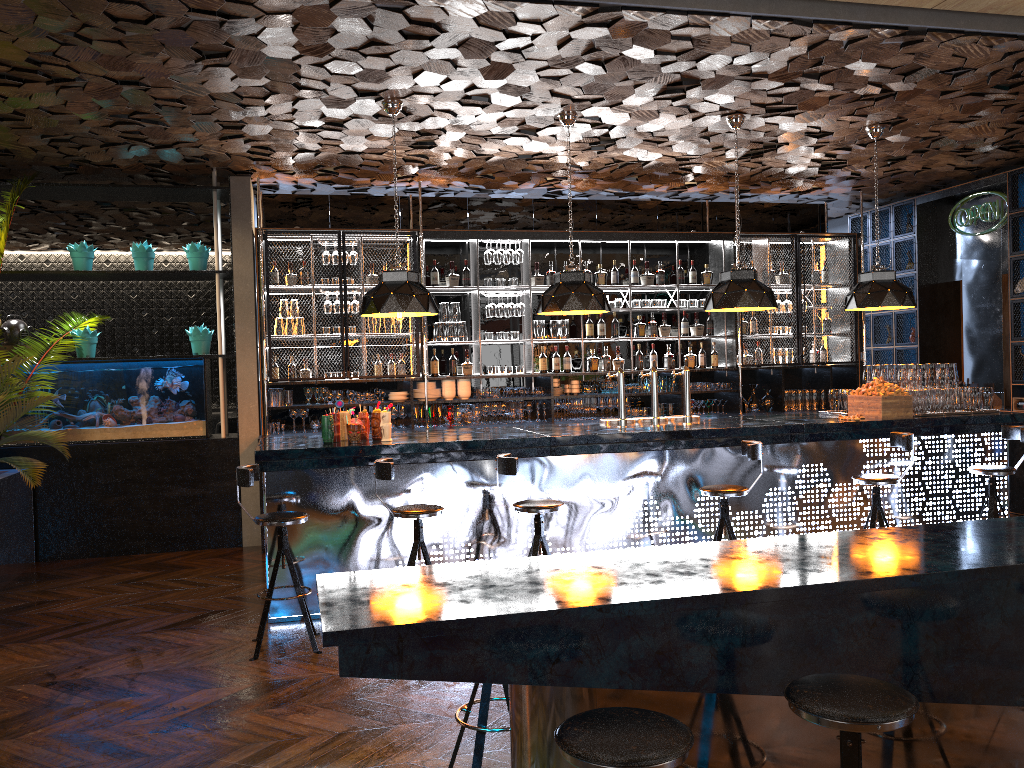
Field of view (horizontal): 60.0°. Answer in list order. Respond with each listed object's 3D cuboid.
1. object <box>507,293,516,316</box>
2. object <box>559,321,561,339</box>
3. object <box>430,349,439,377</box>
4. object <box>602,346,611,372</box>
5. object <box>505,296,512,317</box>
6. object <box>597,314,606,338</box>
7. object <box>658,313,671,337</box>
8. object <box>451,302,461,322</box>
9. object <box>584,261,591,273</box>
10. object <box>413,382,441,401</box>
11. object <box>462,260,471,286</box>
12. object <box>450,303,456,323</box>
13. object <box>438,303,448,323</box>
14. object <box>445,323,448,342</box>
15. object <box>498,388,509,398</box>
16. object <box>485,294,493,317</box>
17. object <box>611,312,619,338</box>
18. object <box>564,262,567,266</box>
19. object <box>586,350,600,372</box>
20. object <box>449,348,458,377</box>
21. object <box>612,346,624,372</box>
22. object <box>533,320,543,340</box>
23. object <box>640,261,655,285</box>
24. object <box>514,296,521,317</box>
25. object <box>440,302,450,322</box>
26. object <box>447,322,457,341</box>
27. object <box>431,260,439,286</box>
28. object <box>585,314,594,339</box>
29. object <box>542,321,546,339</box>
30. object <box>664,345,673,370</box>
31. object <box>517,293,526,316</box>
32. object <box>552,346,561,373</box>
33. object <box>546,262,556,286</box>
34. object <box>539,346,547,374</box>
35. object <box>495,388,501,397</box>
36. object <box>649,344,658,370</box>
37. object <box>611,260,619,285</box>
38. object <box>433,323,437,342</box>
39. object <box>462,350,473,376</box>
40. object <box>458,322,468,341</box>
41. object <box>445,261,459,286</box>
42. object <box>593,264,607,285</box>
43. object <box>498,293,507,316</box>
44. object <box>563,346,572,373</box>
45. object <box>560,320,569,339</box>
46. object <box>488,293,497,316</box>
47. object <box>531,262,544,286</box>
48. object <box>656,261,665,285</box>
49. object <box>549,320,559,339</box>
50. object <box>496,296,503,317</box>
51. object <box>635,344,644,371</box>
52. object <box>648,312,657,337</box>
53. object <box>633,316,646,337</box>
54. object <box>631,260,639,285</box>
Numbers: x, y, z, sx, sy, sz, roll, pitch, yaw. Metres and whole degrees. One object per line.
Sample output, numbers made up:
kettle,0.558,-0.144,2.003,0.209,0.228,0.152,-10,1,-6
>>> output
object,-0.004,-0.845,9.424,0.092,0.244,0.092,-1,1,37
object,0.556,-0.590,9.711,0.105,0.209,0.105,-1,1,31
object,-0.814,-0.221,9.332,0.086,0.299,0.086,-1,1,35
object,1.037,-0.276,9.784,0.083,0.282,0.083,-2,1,-14
object,-0.044,-0.847,9.584,0.092,0.244,0.092,-1,1,37
object,0.986,-0.647,9.799,0.086,0.298,0.086,-1,1,35
object,1.709,-0.660,9.931,0.123,0.279,0.123,-2,1,0
object,-0.592,-0.759,9.373,0.105,0.209,0.105,-1,1,31
object,0.816,-1.203,9.717,0.083,0.282,0.083,-2,1,-29
object,-0.889,0.073,9.214,0.306,0.195,0.300,-2,1,-13
object,-0.484,-1.168,9.399,0.086,0.299,0.086,-1,1,35
object,-0.618,-0.760,9.460,0.105,0.209,0.105,-1,1,31
object,-0.735,-0.756,9.443,0.105,0.209,0.105,-1,1,31
object,-0.671,-0.549,9.460,0.105,0.209,0.105,-1,1,31
object,-0.088,0.094,9.356,0.109,0.100,0.109,-2,1,-31
object,-0.246,-0.840,9.534,0.092,0.244,0.092,-1,1,37
object,1.140,-0.651,9.808,0.086,0.297,0.086,-1,1,35
object,0.585,-1.189,9.660,0.083,0.282,0.083,-2,1,1
object,0.888,-0.253,9.747,0.151,0.248,0.094,-2,1,-25
object,-0.621,-0.228,9.348,0.086,0.297,0.086,-1,1,20
object,1.175,-0.278,9.804,0.123,0.279,0.123,-2,1,0
object,0.281,-0.578,9.528,0.105,0.209,0.105,-1,1,31
object,1.506,-1.224,9.874,0.123,0.279,0.123,-2,1,-25
object,0.057,-0.851,9.609,0.092,0.244,0.092,-1,1,37
object,-0.703,-0.755,9.336,0.105,0.209,0.105,-1,1,31
object,-0.637,-0.548,9.356,0.105,0.209,0.105,-1,1,31
object,-0.814,-1.157,9.346,0.086,0.298,0.086,-1,1,35
object,0.851,-0.641,9.739,0.086,0.299,0.086,-1,1,35
object,0.315,-0.582,9.655,0.105,0.209,0.105,-1,1,31
object,1.761,-0.301,9.963,0.083,0.282,0.083,-2,1,-29
object,0.097,-0.849,9.449,0.092,0.244,0.092,-1,1,37
object,0.482,-0.267,9.679,0.086,0.298,0.086,-1,1,35
object,0.424,-1.183,9.620,0.083,0.282,0.083,-2,1,-29
object,0.336,-0.260,9.617,0.086,0.299,0.086,-1,1,35
object,-0.127,0.092,9.510,0.109,0.100,0.109,-2,1,-31
object,1.582,-0.303,9.927,0.086,0.298,0.086,-1,1,35
object,1.135,-1.221,9.810,0.086,0.298,0.086,-1,1,35
object,-0.791,-0.545,9.438,0.105,0.209,0.105,-1,1,31
object,-0.471,-0.223,9.397,0.123,0.279,0.123,-2,1,0
object,-0.523,-0.552,9.372,0.105,0.209,0.105,-1,1,31
object,-0.629,-1.152,9.345,0.123,0.279,0.123,-2,1,-25
object,0.973,-1.190,9.755,0.151,0.248,0.094,-2,1,-10
object,-0.100,-0.842,9.401,0.092,0.244,0.092,-1,1,37
object,0.603,-0.270,9.684,0.086,0.298,0.086,-1,1,35
object,0.571,-0.588,9.603,0.105,0.209,0.105,-1,1,31
object,-0.207,-0.838,9.374,0.092,0.244,0.092,-1,1,37
object,0.270,-1.176,9.583,0.123,0.279,0.123,-2,1,-25
object,1.659,-1.232,9.926,0.083,0.282,0.083,-2,1,-14
object,0.460,-0.585,9.601,0.105,0.209,0.105,-1,1,31
object,-0.140,-0.844,9.561,0.092,0.244,0.092,-1,1,37
object,1.414,-0.296,9.851,0.086,0.297,0.086,-1,1,20
object,1.571,-0.658,9.911,0.083,0.282,0.083,-2,1,-14
object,1.422,-0.635,9.874,0.151,0.248,0.094,-2,1,-25
object,1.364,-1.230,9.860,0.086,0.298,0.086,-1,1,35
